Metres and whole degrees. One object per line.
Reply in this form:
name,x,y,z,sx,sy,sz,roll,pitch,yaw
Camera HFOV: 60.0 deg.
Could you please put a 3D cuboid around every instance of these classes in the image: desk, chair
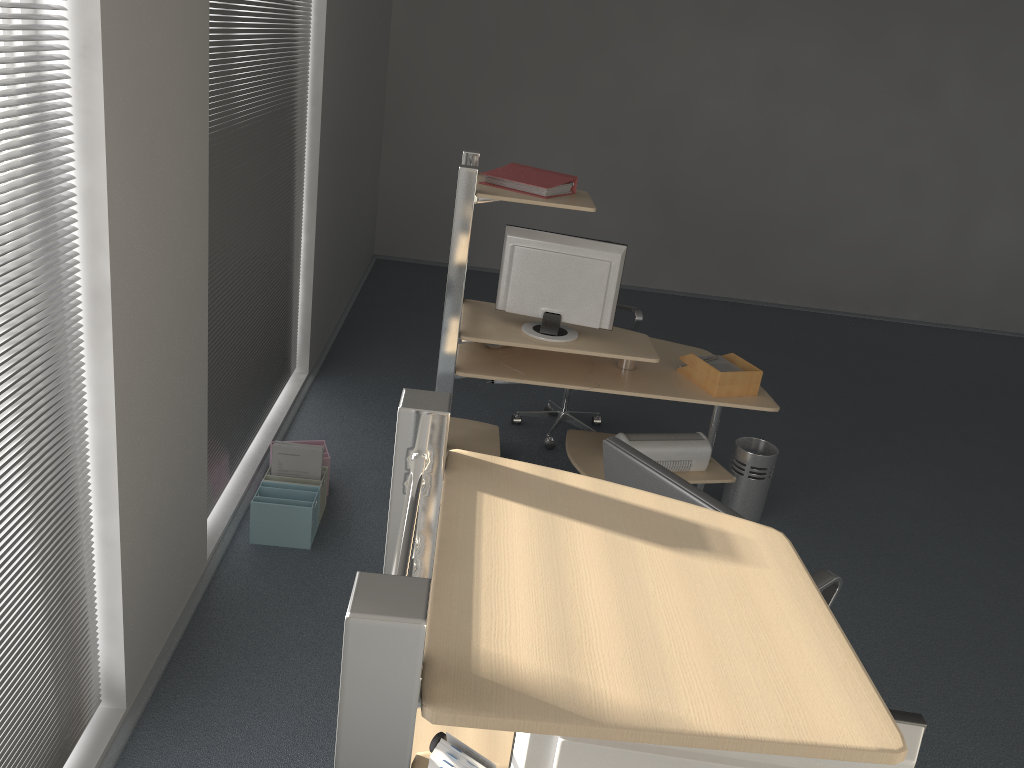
desk,0.417,-0.198,4.154,1.469,1.566,0.967,7,21,-4
chair,0.589,0.684,2.690,0.652,1.048,0.584,-8,27,-35
desk,0.471,0.835,1.558,1.469,1.566,0.967,7,21,-4
chair,0.342,-0.217,4.885,0.584,1.048,0.652,1,22,-16

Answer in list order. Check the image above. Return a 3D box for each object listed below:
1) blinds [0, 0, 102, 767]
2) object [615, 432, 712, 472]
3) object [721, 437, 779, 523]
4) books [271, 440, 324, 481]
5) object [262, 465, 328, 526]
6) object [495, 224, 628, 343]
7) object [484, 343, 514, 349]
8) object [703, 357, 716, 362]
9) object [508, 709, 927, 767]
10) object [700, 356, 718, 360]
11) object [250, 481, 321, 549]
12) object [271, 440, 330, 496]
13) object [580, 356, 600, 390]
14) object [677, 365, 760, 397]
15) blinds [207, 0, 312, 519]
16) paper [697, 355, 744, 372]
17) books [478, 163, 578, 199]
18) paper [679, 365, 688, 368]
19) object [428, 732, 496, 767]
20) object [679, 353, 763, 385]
blinds,-1.023,0.019,1.191,0.037,2.749,1.950,7,21,-4
object,0.669,0.275,4.193,0.438,0.162,0.351,1,23,-18
object,1.163,0.475,4.365,0.208,0.377,0.208,25,27,36
books,-0.932,0.408,3.841,0.220,0.306,0.068,7,21,-3
object,-0.941,0.478,3.853,0.245,0.202,0.185,7,21,-4
object,0.180,-0.416,3.748,0.516,0.418,0.245,15,22,17
object,-0.055,-0.203,4.044,0.159,0.064,0.054,-7,26,-34
object,0.883,-0.106,4.008,0.008,0.009,0.159,26,27,38
object,0.236,0.609,1.173,0.516,0.418,0.245,12,22,10
object,0.888,-0.117,4.036,0.159,0.009,0.008,-9,27,-37
object,-0.938,0.547,3.681,0.245,0.202,0.185,7,21,-4
object,-0.973,0.392,4.061,0.245,0.202,0.185,0,23,-20
object,0.359,-0.104,4.063,0.478,0.082,0.814,9,21,3
object,0.919,-0.033,3.966,0.225,0.060,0.309,-2,23,-23
blinds,-1.078,-1.016,3.794,0.022,2.770,1.950,7,21,-4
paper,0.924,-0.069,3.952,0.210,0.010,0.297,-2,23,-23
books,0.068,-0.843,3.659,0.320,0.072,0.262,19,24,26
paper,0.917,-0.022,3.971,0.210,0.019,0.297,-2,23,-23
object,-0.068,0.625,1.410,0.154,0.135,0.093,21,25,30
object,0.927,-0.085,3.945,0.225,0.060,0.309,-2,23,-23
